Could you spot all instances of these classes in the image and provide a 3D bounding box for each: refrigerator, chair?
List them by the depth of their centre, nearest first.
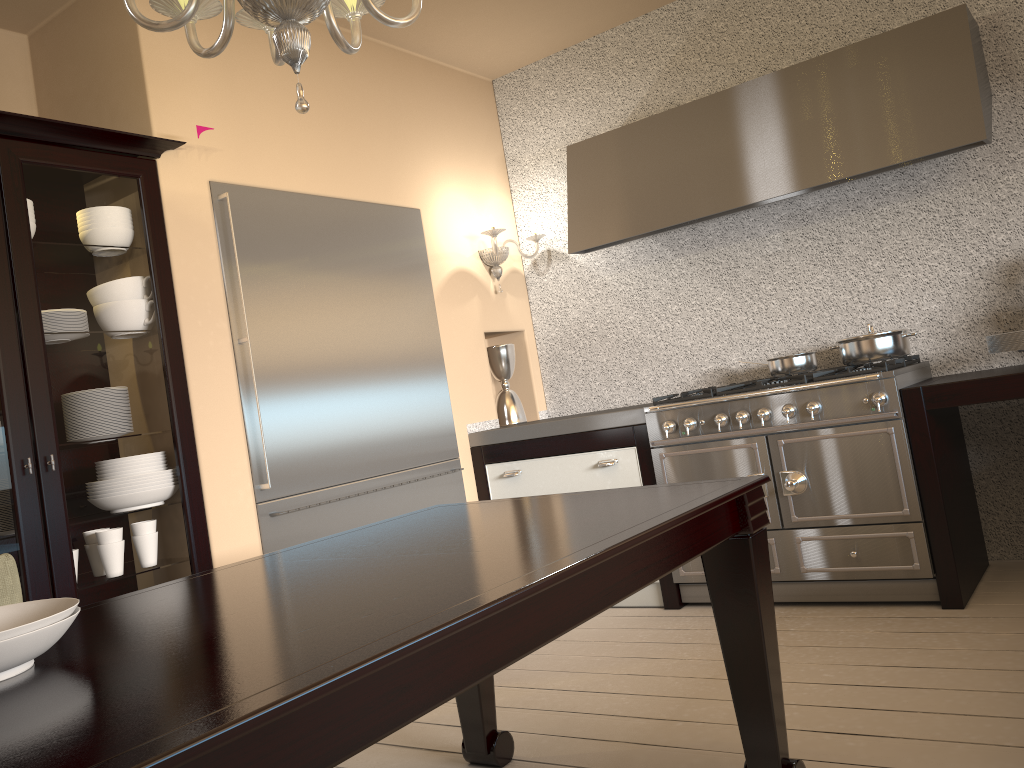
[{"bbox_3d":[-1.017,0.742,1.536,0.559,0.803,0.564,-12,-4,41],"label":"chair"},{"bbox_3d":[-0.840,0.159,3.647,0.738,1.738,1.105,-12,-4,35],"label":"refrigerator"}]

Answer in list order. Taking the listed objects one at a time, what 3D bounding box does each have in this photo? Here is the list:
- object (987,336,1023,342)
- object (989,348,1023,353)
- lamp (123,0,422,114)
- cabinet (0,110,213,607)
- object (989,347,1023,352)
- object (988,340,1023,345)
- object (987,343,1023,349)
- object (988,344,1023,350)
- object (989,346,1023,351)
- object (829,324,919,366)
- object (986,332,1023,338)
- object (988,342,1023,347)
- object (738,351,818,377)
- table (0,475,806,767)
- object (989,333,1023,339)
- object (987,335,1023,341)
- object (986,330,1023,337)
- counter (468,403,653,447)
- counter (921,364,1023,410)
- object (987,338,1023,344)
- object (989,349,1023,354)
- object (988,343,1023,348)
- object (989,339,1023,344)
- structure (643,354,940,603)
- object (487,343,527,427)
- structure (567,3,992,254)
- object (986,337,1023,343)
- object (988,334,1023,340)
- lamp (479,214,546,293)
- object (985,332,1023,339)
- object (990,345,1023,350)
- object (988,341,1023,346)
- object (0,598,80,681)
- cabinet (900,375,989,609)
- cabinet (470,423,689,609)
[{"bbox_3d":[1.680,-0.156,2.847,0.277,0.011,0.278,-10,-2,22],"label":"object"},{"bbox_3d":[1.686,-0.120,2.844,0.277,0.011,0.278,-10,-2,22],"label":"object"},{"bbox_3d":[-0.471,-1.050,1.653,0.702,1.130,0.672,-7,-4,-36],"label":"lamp"},{"bbox_3d":[-1.997,0.261,2.126,0.885,1.844,2.493,-12,-3,35],"label":"cabinet"},{"bbox_3d":[1.686,-0.123,2.844,0.277,0.011,0.278,-10,-2,22],"label":"object"},{"bbox_3d":[1.682,-0.145,2.846,0.277,0.011,0.278,-10,-2,22],"label":"object"},{"bbox_3d":[1.684,-0.133,2.845,0.277,0.011,0.278,-10,-2,22],"label":"object"},{"bbox_3d":[1.684,-0.131,2.844,0.277,0.011,0.278,-10,-2,22],"label":"object"},{"bbox_3d":[1.685,-0.125,2.844,0.277,0.011,0.278,-10,-2,22],"label":"object"},{"bbox_3d":[1.373,-0.158,3.370,0.266,0.146,0.265,-9,-2,-7],"label":"object"},{"bbox_3d":[1.678,-0.169,2.847,0.277,0.011,0.278,-10,-2,22],"label":"object"},{"bbox_3d":[1.683,-0.139,2.845,0.277,0.011,0.278,-10,-2,22],"label":"object"},{"bbox_3d":[1.103,-0.079,3.626,0.198,0.090,0.369,-9,-2,-13],"label":"object"},{"bbox_3d":[-0.350,0.650,1.275,0.915,0.655,1.994,-11,-2,35],"label":"table"},{"bbox_3d":[1.678,-0.164,2.846,0.277,0.011,0.278,-10,-2,22],"label":"object"},{"bbox_3d":[1.680,-0.159,2.847,0.277,0.011,0.278,-10,-2,22],"label":"object"},{"bbox_3d":[1.678,-0.173,2.847,0.277,0.011,0.278,-10,-2,22],"label":"object"},{"bbox_3d":[0.338,0.166,3.969,0.893,0.062,0.601,-10,-2,35],"label":"counter"},{"bbox_3d":[1.819,-0.032,2.914,0.762,0.079,0.601,-10,-2,35],"label":"counter"},{"bbox_3d":[1.681,-0.151,2.846,0.277,0.011,0.278,-10,-2,22],"label":"object"},{"bbox_3d":[1.687,-0.117,2.844,0.277,0.011,0.278,-10,-2,22],"label":"object"},{"bbox_3d":[1.683,-0.136,2.845,0.277,0.011,0.278,-10,-2,22],"label":"object"},{"bbox_3d":[1.682,-0.148,2.847,0.277,0.011,0.278,-10,-2,22],"label":"object"},{"bbox_3d":[1.098,0.370,3.380,0.926,0.807,0.706,-11,-3,35],"label":"structure"},{"bbox_3d":[-0.033,0.007,4.375,0.154,0.395,0.155,-11,-4,24],"label":"object"},{"bbox_3d":[1.005,-0.960,3.619,1.656,0.511,0.480,-11,-3,35],"label":"structure"},{"bbox_3d":[1.680,-0.153,2.846,0.277,0.011,0.278,-10,-2,22],"label":"object"},{"bbox_3d":[1.679,-0.161,2.847,0.277,0.011,0.278,-10,-2,22],"label":"object"},{"bbox_3d":[-0.033,-0.617,4.279,0.268,0.341,0.480,-11,-3,33],"label":"lamp"},{"bbox_3d":[1.678,-0.167,2.847,0.277,0.011,0.278,-10,-2,22],"label":"object"},{"bbox_3d":[1.685,-0.128,2.845,0.277,0.011,0.278,-10,-2,22],"label":"object"},{"bbox_3d":[1.682,-0.142,2.847,0.277,0.011,0.278,-10,-2,22],"label":"object"},{"bbox_3d":[-0.688,0.336,1.099,0.281,0.066,0.282,-10,-2,30],"label":"object"},{"bbox_3d":[1.872,0.287,2.894,0.893,0.726,0.601,-11,-3,35],"label":"cabinet"},{"bbox_3d":[0.394,0.557,3.933,0.893,0.726,0.638,-11,-3,35],"label":"cabinet"}]
